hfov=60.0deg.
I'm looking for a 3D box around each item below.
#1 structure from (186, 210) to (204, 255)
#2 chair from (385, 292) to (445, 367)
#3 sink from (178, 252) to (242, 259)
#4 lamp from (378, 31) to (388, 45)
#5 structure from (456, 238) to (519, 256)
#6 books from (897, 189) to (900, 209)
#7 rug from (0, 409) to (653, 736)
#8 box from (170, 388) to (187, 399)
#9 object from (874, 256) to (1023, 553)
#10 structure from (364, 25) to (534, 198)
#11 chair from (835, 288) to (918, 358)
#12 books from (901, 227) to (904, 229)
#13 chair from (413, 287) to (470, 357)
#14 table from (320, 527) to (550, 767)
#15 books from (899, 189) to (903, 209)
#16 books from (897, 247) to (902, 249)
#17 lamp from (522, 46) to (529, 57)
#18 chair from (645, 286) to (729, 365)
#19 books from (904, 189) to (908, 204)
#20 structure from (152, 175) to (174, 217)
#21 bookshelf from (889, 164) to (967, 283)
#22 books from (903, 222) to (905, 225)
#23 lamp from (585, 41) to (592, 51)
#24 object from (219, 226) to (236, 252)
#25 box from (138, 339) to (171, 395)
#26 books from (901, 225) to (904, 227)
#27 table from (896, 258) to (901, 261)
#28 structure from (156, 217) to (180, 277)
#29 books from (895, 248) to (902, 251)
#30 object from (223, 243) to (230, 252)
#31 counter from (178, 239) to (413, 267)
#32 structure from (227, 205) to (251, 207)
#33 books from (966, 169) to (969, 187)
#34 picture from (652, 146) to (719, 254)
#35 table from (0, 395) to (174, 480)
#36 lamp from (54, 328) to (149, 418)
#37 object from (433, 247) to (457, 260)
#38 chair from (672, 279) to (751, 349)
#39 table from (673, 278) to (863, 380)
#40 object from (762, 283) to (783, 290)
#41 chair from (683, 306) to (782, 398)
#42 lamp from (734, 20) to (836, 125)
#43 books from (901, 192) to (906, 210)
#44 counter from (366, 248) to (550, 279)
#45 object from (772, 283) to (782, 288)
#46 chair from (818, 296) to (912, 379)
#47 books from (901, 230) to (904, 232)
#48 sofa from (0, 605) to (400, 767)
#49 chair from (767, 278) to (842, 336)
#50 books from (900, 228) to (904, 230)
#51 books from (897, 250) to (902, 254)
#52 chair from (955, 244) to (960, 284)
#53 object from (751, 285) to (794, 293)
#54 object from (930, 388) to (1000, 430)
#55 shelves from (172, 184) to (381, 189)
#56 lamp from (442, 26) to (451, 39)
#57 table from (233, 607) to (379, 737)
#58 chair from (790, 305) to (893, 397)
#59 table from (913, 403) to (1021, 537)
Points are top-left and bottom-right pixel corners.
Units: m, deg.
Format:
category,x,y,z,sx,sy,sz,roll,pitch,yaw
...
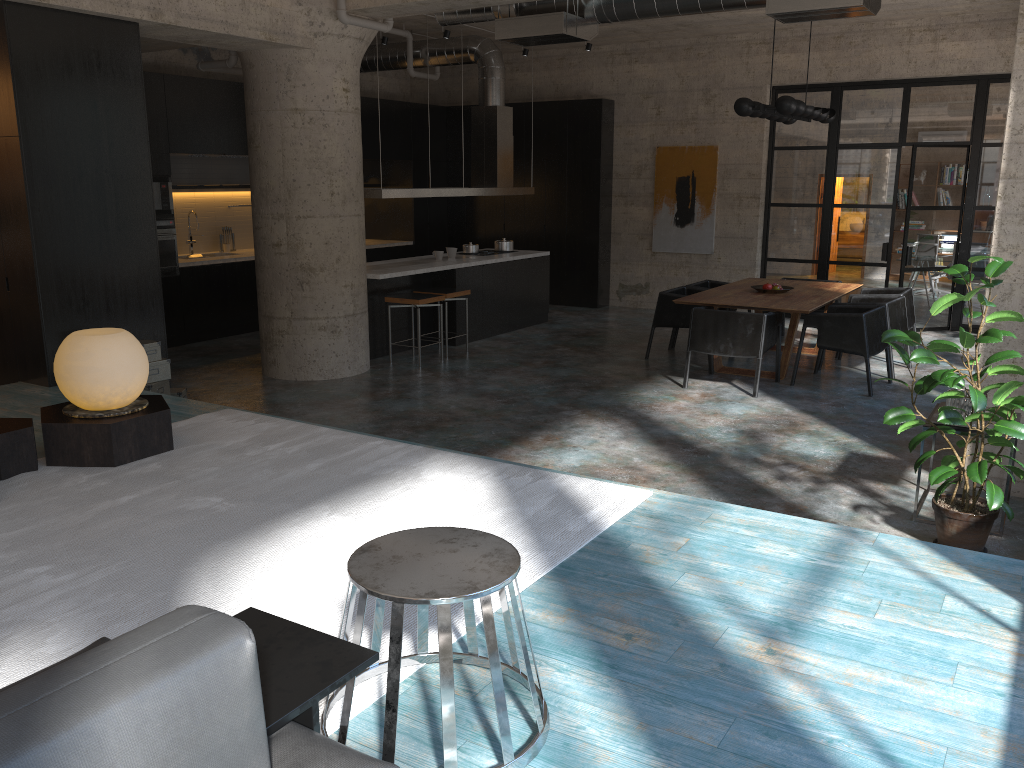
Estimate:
category,x,y,z,sx,sy,sz,roll,pitch,yaw
structure,-3.990,-1.907,11.195,0.269,0.559,0.125,8,15,31
chair,-1.017,-0.584,9.391,0.450,0.698,0.450,8,15,31
sink,-3.864,-1.554,11.188,0.458,0.134,0.890,8,15,31
lamp,-1.638,-4.405,11.196,0.145,0.236,0.107,3,13,14
structure,-0.334,-1.811,11.623,0.506,0.187,0.833,8,15,31
books,7.400,-3.533,16.955,0.091,0.380,0.244,8,15,31
rug,-2.625,1.067,1.729,2.954,0.032,7.768,8,15,31
box,-2.651,0.116,6.921,0.187,0.140,0.172,-1,13,-6
object,2.301,0.124,4.488,0.886,1.552,0.514,4,14,18
structure,-0.753,-3.272,10.399,0.538,2.100,3.117,8,15,31
chair,4.019,-0.665,9.674,0.754,0.738,0.707,8,15,31
books,7.633,-2.984,16.910,0.379,0.036,0.244,6,14,25
chair,-0.772,-0.693,9.865,0.450,0.698,0.450,8,15,31
table,-0.208,0.687,2.361,0.620,0.472,0.620,9,16,34
books,7.436,-3.531,16.942,0.091,0.380,0.244,8,15,31
books,7.603,-2.609,17.026,0.379,0.018,0.244,6,14,24
lamp,0.159,-4.651,12.251,0.145,0.236,0.107,3,13,14
chair,1.936,-0.652,9.611,0.754,0.738,0.707,8,15,31
books,7.520,-3.513,16.877,0.121,0.377,0.244,8,15,31
structure,-4.258,-2.095,9.881,0.612,0.450,0.659,8,15,31
bookshelf,8.629,-2.929,16.286,3.034,2.179,0.366,8,15,31
books,7.647,-3.052,16.907,0.326,0.055,0.255,9,16,33
lamp,0.990,-4.534,11.748,0.145,0.236,0.107,3,13,14
object,-3.796,-1.934,11.811,0.060,0.336,0.291,6,14,25
box,-2.683,-0.093,6.488,0.280,0.441,0.331,5,14,21
books,7.641,-3.016,16.922,0.355,0.021,0.272,8,15,29
table,6.744,-1.485,13.271,1.800,0.721,0.800,8,15,31
structure,-4.219,-1.539,9.985,0.649,0.651,0.664,8,15,31
books,7.595,-2.587,17.049,0.379,0.036,0.244,8,15,31
object,-3.762,-1.797,11.701,0.092,0.117,0.092,-4,14,-19
counter,-3.117,-1.794,12.267,1.000,0.142,4.360,8,15,31
structure,-3.494,-2.352,12.388,0.074,0.315,1.171,8,15,31
books,8.354,-3.784,16.282,0.055,0.326,0.255,8,15,31
picture,2.471,-2.630,12.690,0.928,1.494,0.029,8,15,31
table,-2.281,0.274,4.669,0.616,0.230,1.044,8,15,31
lamp,-2.188,-0.074,4.738,0.462,0.417,0.462,-7,15,-29
object,-0.813,-1.597,10.814,0.188,0.133,0.437,8,15,32
chair,2.330,-0.791,10.214,0.754,0.738,0.707,8,15,31
table,2.735,-0.593,9.316,1.299,0.756,2.410,8,15,31
object,2.698,-1.005,9.182,0.219,0.097,0.100,-3,13,-14
chair,2.078,-0.348,8.297,0.707,0.738,0.754,8,15,31
lamp,2.743,-3.271,8.685,0.583,1.327,1.813,8,15,31
books,7.489,-3.503,16.937,0.102,0.331,0.255,8,15,31
counter,-0.842,-1.478,10.694,1.000,0.046,3.500,8,15,31
object,2.751,-1.011,9.232,0.110,0.082,0.088,-4,14,-18
chair,3.618,-0.511,9.008,0.754,0.738,0.707,10,16,36
books,7.638,-2.924,16.937,0.355,0.021,0.272,8,15,31
sofa,-1.145,0.865,1.113,1.019,0.680,2.063,8,15,31
chair,3.456,-0.850,10.474,0.707,0.738,0.754,8,15,31
books,7.627,-2.952,16.930,0.379,0.036,0.244,7,15,26
books,7.608,-2.538,17.041,0.326,0.055,0.255,11,17,41
chair,6.593,-1.553,12.911,0.653,1.015,0.684,8,15,30
object,2.702,-0.997,9.209,0.435,0.079,0.435,-5,14,-21
object,2.580,0.082,5.010,0.327,0.253,0.546,8,15,31
shelves,-3.359,-2.721,12.208,0.403,0.043,4.362,8,15,31
lamp,-0.817,-4.289,10.699,0.145,0.236,0.107,3,13,15
table,-0.590,0.816,2.006,0.420,0.390,0.413,8,15,31
chair,3.129,-0.356,8.334,0.754,0.738,0.707,10,16,36
table,2.631,0.475,5.121,0.450,0.563,0.600,8,15,31
